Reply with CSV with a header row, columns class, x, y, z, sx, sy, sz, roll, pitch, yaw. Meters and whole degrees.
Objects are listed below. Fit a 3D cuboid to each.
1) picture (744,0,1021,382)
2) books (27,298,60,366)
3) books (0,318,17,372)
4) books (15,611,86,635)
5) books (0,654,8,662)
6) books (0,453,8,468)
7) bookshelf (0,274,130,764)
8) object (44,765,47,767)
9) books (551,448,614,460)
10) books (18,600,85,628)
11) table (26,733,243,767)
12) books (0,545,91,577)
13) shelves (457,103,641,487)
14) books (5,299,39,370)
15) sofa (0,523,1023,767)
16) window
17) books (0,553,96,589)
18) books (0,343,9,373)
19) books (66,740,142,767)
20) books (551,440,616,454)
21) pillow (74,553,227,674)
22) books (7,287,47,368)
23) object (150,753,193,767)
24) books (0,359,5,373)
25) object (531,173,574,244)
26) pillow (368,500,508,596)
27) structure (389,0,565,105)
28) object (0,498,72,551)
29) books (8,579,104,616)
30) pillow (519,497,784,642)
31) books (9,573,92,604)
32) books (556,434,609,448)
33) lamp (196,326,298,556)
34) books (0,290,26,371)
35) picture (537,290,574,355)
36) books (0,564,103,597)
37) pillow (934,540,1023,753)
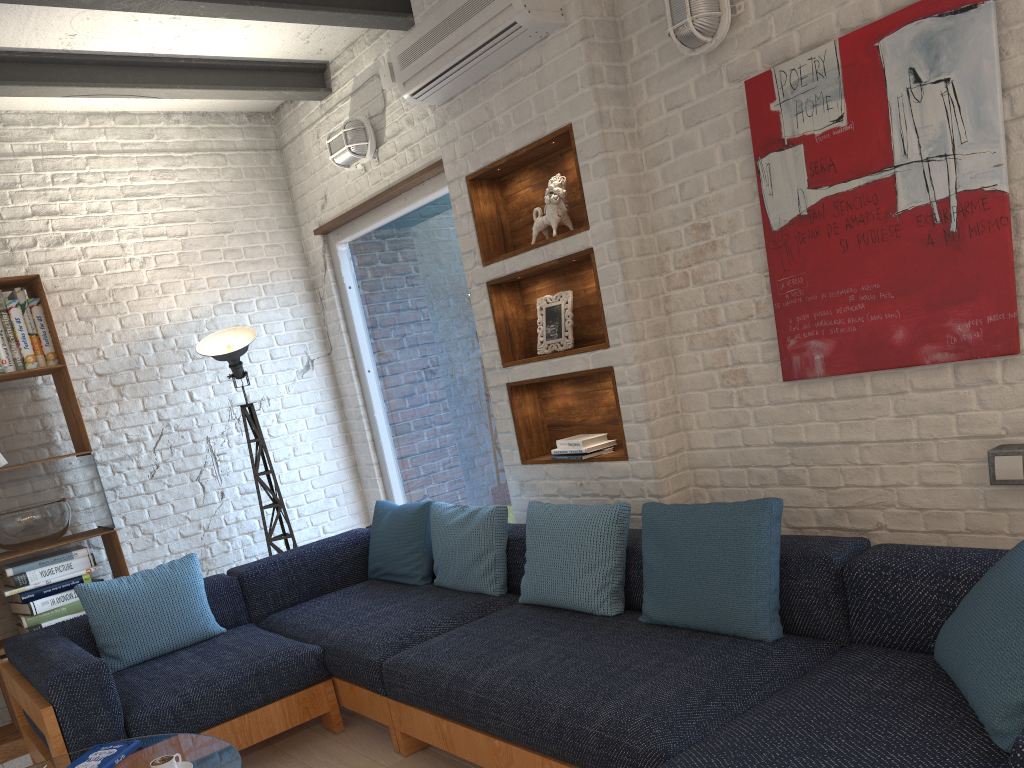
class,x,y,z,sx,sy,sz,roll,pitch,yaw
picture,1.056,-0.519,2.557,0.019,0.985,0.744,-20,12,-37
books,-2.338,-0.235,4.310,0.054,0.338,0.255,-20,12,-37
books,-2.480,-0.232,4.199,0.035,0.393,0.244,-20,12,-37
books,-2.268,1.190,4.408,0.369,0.066,0.246,-13,3,-42
books,-2.459,1.511,4.294,0.035,0.393,0.244,-20,12,-37
books,-2.551,0.256,4.153,0.154,0.338,0.255,-19,11,-37
bookshelf,-2.632,0.701,4.100,1.282,2.259,0.364,-18,13,-35
object,-1.459,1.173,2.504,0.185,0.093,0.191,-12,4,-11
books,0.297,0.297,3.709,0.159,0.017,0.251,-12,2,-27
books,-2.292,1.133,4.410,0.353,0.057,0.283,-13,3,-34
table,-1.038,1.345,2.071,1.053,0.457,1.831,-13,3,-32
books,-2.337,0.881,4.359,0.370,0.037,0.245,-13,2,-36
shelves,0.207,-0.282,3.624,0.186,1.464,0.768,-20,13,-37
books,-2.399,-0.221,4.237,0.054,0.338,0.255,-20,12,-37
sofa,-0.189,1.035,2.849,2.027,0.676,3.964,-14,3,-37
window,2.666,-2.417,0.224,0.628,6.564,12.375,-20,8,-37
books,-2.326,0.932,4.376,0.369,0.066,0.246,-13,3,-42
books,-2.491,-0.215,4.175,0.020,0.368,0.272,-20,12,-37
books,-1.279,1.166,2.685,0.163,0.023,0.225,-11,2,11
books,0.305,0.268,3.698,0.167,0.019,0.237,-13,2,-35
pillow,-1.589,1.003,3.851,0.541,0.419,0.223,-15,10,-37
books,-2.371,-0.256,4.264,0.035,0.393,0.244,-20,12,-37
object,-0.947,1.090,2.434,0.272,0.058,0.150,-9,4,45
books,-2.510,-0.195,4.144,0.054,0.338,0.255,-20,12,-37
object,0.152,-0.698,3.498,0.110,0.249,0.215,-17,9,-29
pillow,-0.380,0.759,4.115,0.236,0.408,1.111,-18,7,-38
structure,-0.155,-1.311,3.293,0.195,0.225,0.817,-17,5,-37
object,-2.392,0.709,4.324,0.404,0.206,0.390,-11,4,5
books,-2.285,1.070,4.391,0.246,0.066,0.368,-9,3,40
pillow,0.425,0.605,3.029,0.247,0.427,1.216,-18,6,-38
books,-2.311,1.013,4.354,0.317,0.057,0.256,-13,3,-42
books,0.297,0.242,3.698,0.130,0.034,0.205,-13,2,-27
lamp,-1.128,0.559,4.796,0.877,1.894,0.485,-6,12,25
books,-2.443,-0.239,4.210,0.035,0.393,0.244,-20,12,-37
picture,0.189,-0.257,3.675,0.194,0.251,0.099,-4,13,43
books,-2.313,0.974,4.366,0.433,0.021,0.273,-13,2,-36
pillow,1.168,0.542,1.912,0.380,0.336,0.547,-10,5,13
